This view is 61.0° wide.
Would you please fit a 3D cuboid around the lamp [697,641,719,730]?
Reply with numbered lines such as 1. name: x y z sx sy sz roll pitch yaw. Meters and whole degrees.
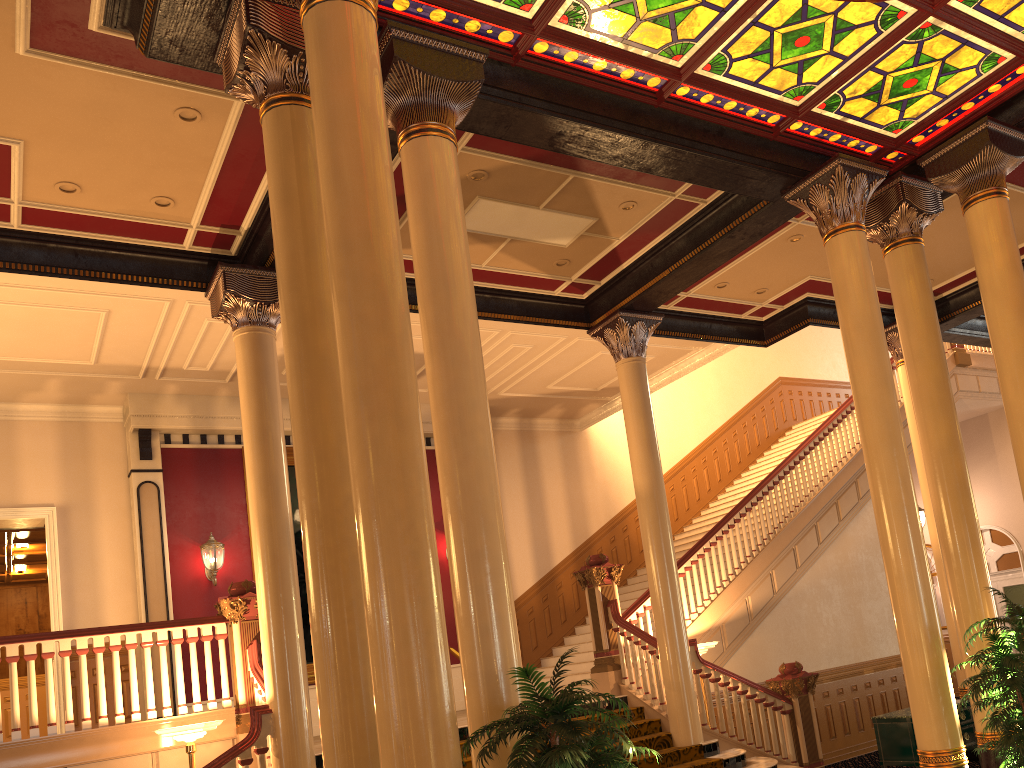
1. lamp: 2.393 4.165 10.554 0.588 1.963 0.587 -6 -9 -15

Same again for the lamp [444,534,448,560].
1. lamp: -0.900 2.523 13.652 0.328 0.712 0.393 -2 -12 -32

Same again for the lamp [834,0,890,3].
1. lamp: 2.500 -2.823 4.310 3.101 0.586 2.997 3 -21 -33

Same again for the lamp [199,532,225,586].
1. lamp: -4.015 2.355 11.663 0.328 0.712 0.393 -2 -12 -32

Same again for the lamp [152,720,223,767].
1. lamp: -2.644 3.890 7.330 0.572 1.963 0.603 -15 -11 39

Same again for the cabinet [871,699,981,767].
1. cabinet: 4.949 4.274 10.297 1.296 0.845 0.548 1 -14 -32

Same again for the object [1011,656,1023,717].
1. object: 6.276 3.942 10.793 0.992 1.400 1.166 -8 -12 -4

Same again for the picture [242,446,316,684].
1. picture: -2.492 2.588 12.783 2.629 3.366 0.055 -1 -11 -33

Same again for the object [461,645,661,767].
1. object: 0.348 2.351 4.200 1.121 2.098 1.024 1 -14 -43

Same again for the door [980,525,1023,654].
1. door: 10.016 4.614 17.851 0.208 3.392 1.468 -4 -10 -31

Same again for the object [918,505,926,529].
1. object: -1.669 0.854 6.444 0.659 4.189 31.273 -15 -17 38

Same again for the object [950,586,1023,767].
1. object: 3.936 2.551 6.523 1.065 2.098 1.077 -11 -10 16
